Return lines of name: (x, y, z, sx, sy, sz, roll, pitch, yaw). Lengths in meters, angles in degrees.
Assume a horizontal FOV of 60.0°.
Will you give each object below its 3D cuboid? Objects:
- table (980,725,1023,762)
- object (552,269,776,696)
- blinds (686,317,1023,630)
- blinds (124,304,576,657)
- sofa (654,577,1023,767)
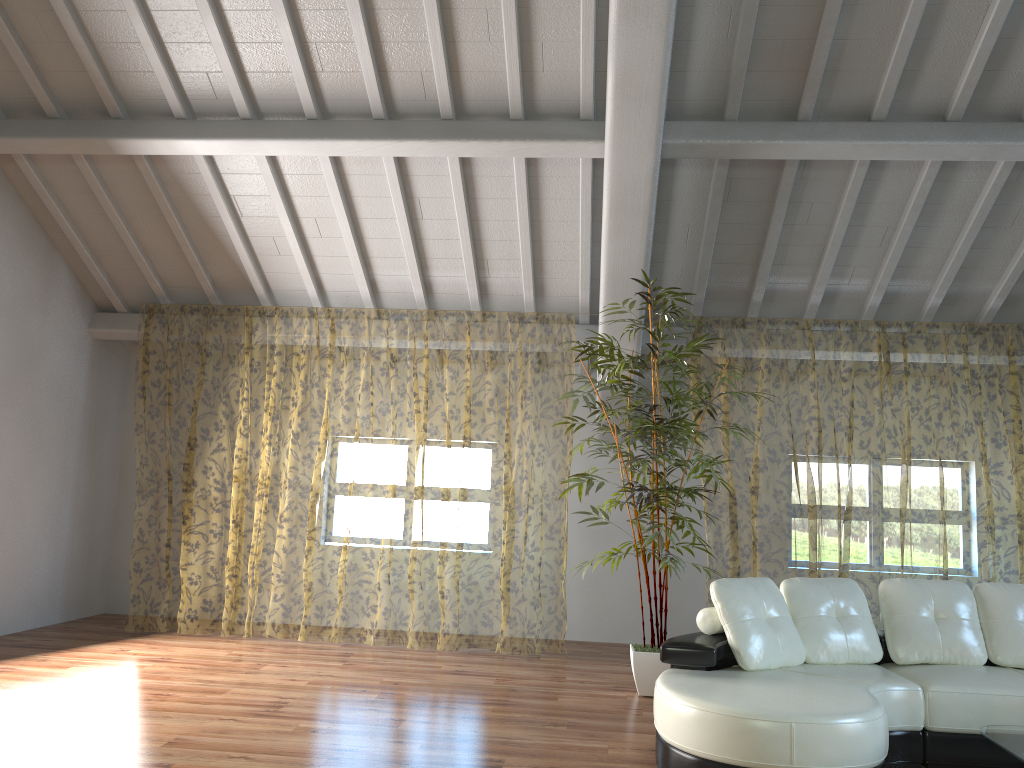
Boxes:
table: (2.330, 1.435, 2.879, 1.201, 0.290, 1.201, 1, -8, 8)
object: (0.883, 0.618, 5.400, 1.399, 2.473, 1.177, -2, -9, 30)
blinds: (3.003, 0.807, 6.377, 3.505, 2.546, 0.306, 2, -8, 6)
blinds: (-1.283, 0.673, 6.782, 3.505, 2.546, 0.306, 2, -8, 6)
sofa: (2.034, 1.361, 4.207, 3.047, 0.805, 1.359, 5, -8, -15)
